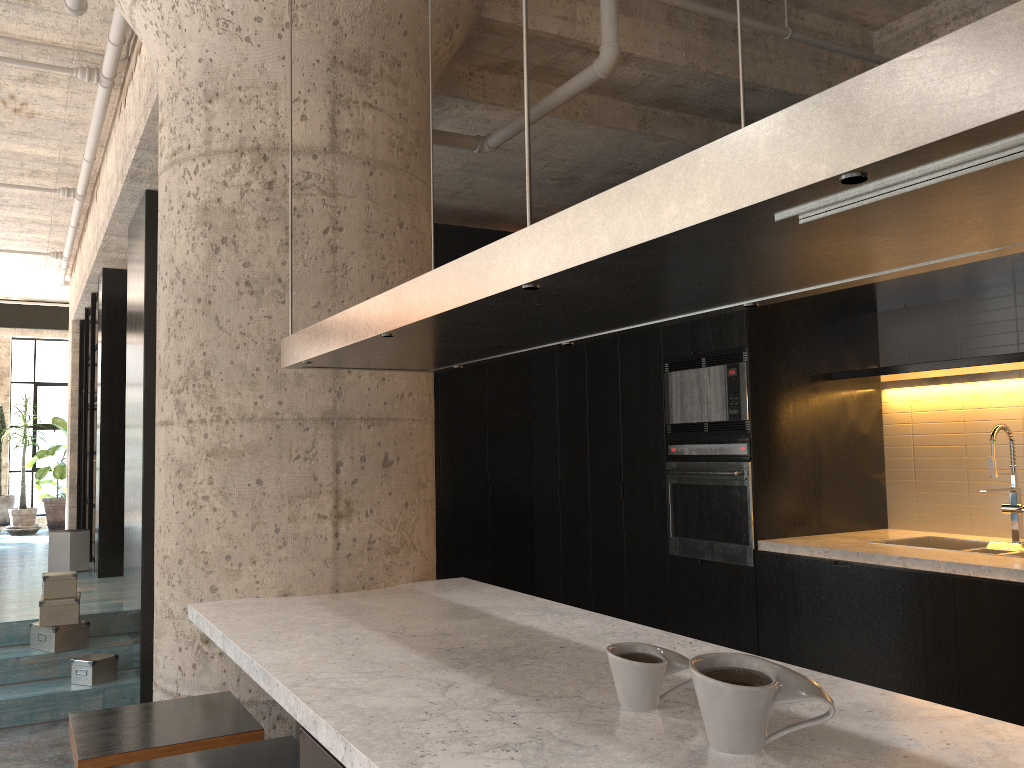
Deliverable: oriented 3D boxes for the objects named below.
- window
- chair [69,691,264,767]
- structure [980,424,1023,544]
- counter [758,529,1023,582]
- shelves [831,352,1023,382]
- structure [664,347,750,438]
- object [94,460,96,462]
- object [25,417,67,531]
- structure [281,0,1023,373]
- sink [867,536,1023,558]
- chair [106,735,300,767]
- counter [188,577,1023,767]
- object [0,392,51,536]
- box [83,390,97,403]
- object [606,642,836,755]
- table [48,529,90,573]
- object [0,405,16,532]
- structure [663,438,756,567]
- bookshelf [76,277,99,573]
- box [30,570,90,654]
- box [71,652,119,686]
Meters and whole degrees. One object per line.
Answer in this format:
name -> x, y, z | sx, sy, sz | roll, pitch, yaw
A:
window -> -6.279, 0.618, 12.852 | 1.780, 2.530, 0.081 | 1, -5, -29
chair -> -0.963, 1.286, 2.441 | 0.450, 0.698, 0.450 | 1, -5, -29
structure -> 2.265, 0.462, 4.098 | 0.269, 0.559, 0.125 | 1, -5, -29
counter -> 2.735, 0.710, 2.816 | 1.000, 0.142, 4.360 | 1, -5, -29
shelves -> 2.968, -0.199, 3.022 | 0.403, 0.043, 4.362 | 1, -5, -29
structure -> 1.307, 0.065, 4.968 | 0.612, 0.450, 0.659 | 1, -5, -29
object -> -4.010, 0.959, 8.716 | 0.218, 0.433, 0.218 | 2, -5, -37
object -> -6.159, 1.231, 12.184 | 0.921, 1.543, 0.817 | -4, -5, 30
structure -> 0.247, -1.198, 1.618 | 0.538, 2.100, 3.117 | 1, -5, -29
sink -> 2.134, 0.801, 4.005 | 0.458, 0.134, 0.890 | 1, -5, -29
chair -> -0.658, 1.247, 1.992 | 0.450, 0.698, 0.450 | 1, -5, -29
counter -> 0.225, 0.623, 1.618 | 1.000, 0.046, 3.500 | 1, -5, -29
object -> -6.423, 1.034, 11.635 | 0.523, 1.863, 0.629 | -4, -5, 30
box -> -4.553, 0.154, 9.802 | 0.306, 0.157, 0.312 | 0, -4, -19
object -> 0.334, 0.525, 1.529 | 0.188, 0.133, 0.437 | 1, -5, -28
table -> -3.867, 1.452, 7.739 | 0.365, 0.340, 0.316 | -1, -4, 1
object -> -7.444, 1.129, 11.580 | 0.971, 1.708, 1.641 | -4, -5, 36
structure -> 1.278, 0.627, 4.904 | 0.649, 0.651, 0.664 | 1, -5, -29
bookshelf -> -3.999, 0.445, 9.049 | 0.628, 2.571, 2.900 | 1, -5, -29
box -> -2.717, 1.360, 5.333 | 0.280, 0.441, 0.331 | 2, -5, -40
box -> -2.400, 1.639, 5.100 | 0.172, 0.140, 0.187 | -3, -5, 23
